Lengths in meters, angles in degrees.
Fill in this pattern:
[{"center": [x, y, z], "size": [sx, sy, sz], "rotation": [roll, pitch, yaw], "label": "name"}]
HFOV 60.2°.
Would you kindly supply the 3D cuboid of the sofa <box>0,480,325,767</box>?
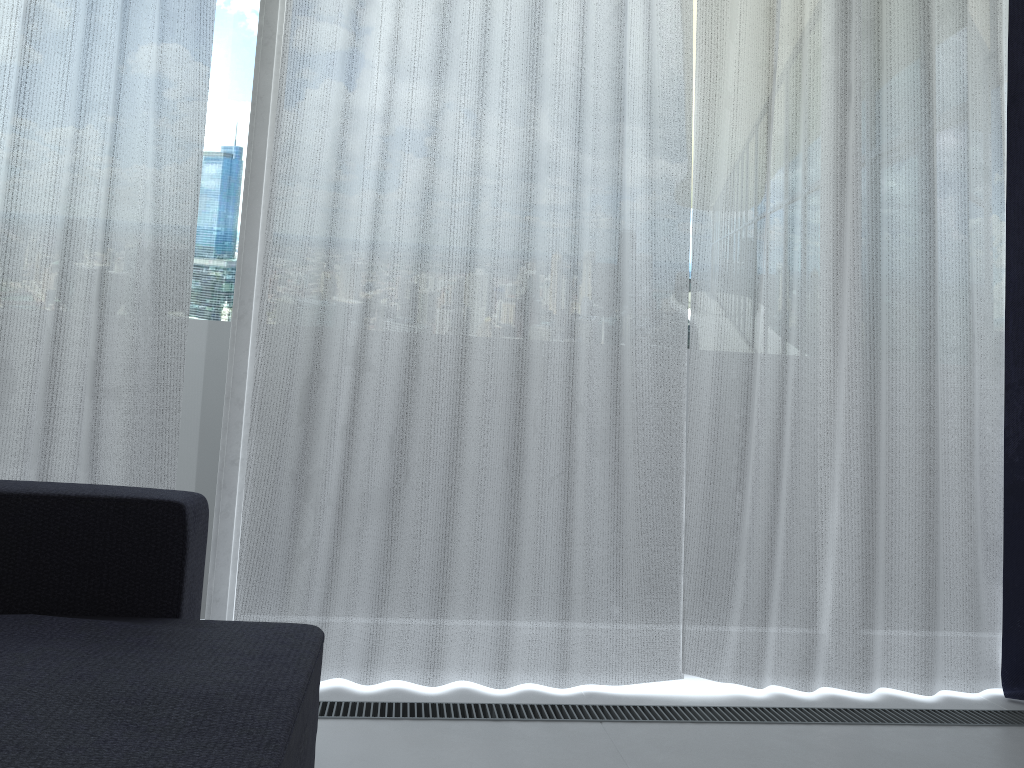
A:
[{"center": [-1.117, 0.333, 0.236], "size": [1.897, 0.613, 2.854], "rotation": [3, -2, -7], "label": "sofa"}]
